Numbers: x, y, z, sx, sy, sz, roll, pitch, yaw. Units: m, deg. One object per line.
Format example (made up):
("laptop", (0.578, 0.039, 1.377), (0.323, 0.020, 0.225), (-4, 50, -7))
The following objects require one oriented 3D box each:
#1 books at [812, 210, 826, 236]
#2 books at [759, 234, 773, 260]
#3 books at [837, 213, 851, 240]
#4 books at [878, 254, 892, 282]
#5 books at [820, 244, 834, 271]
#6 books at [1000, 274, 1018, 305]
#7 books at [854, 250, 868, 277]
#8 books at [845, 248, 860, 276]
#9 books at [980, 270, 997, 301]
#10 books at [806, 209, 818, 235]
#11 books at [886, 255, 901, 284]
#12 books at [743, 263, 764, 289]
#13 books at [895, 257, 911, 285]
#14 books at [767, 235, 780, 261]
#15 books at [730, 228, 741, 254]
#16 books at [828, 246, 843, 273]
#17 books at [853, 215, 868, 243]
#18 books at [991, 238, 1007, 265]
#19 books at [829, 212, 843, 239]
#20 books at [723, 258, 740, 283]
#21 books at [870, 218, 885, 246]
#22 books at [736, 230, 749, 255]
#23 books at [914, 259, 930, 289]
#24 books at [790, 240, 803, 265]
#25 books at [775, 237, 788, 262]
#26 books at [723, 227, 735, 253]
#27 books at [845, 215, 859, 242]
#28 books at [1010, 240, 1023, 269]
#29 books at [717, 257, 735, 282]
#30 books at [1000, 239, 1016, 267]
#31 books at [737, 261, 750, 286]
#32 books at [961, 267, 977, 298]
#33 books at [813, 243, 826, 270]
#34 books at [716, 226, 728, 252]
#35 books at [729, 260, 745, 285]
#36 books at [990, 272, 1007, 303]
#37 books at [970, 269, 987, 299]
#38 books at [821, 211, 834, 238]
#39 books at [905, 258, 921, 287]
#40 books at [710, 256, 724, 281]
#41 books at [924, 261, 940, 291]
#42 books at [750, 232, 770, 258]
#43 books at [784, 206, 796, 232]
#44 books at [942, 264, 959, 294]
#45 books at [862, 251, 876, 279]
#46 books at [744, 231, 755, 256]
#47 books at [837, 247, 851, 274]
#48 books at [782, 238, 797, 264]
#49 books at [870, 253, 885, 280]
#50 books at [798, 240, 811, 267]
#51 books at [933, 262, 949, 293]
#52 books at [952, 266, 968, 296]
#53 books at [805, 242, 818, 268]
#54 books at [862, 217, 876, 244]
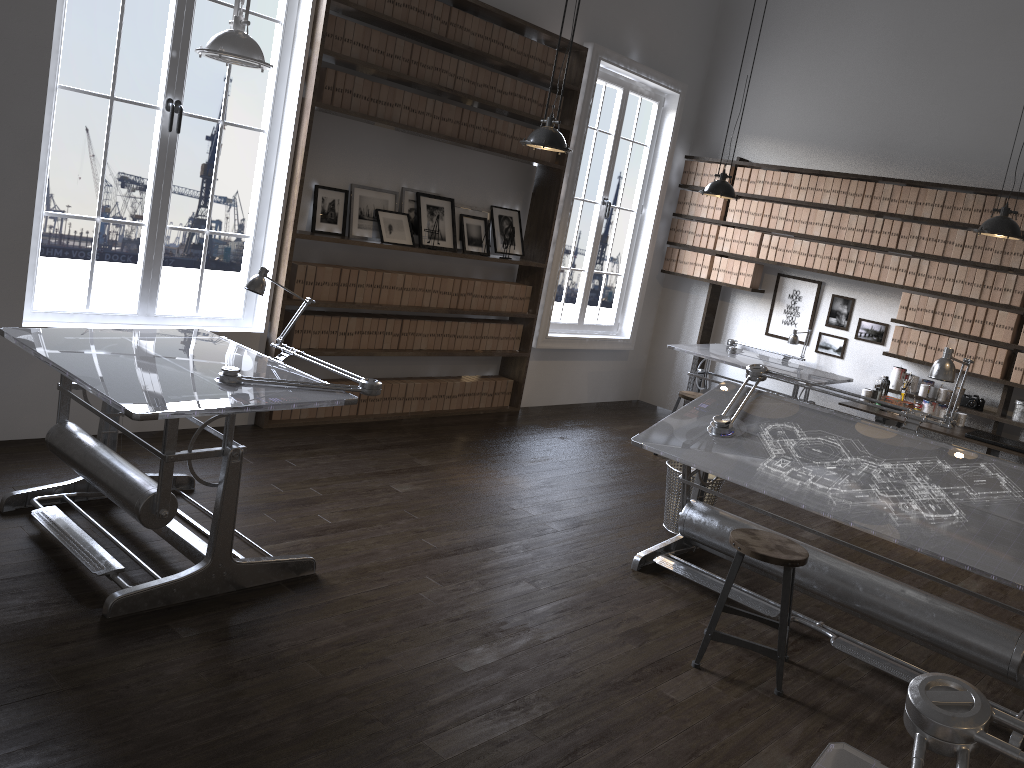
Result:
("books", (2.653, -1.362, 7.557), (0.067, 0.224, 0.174), (18, 11, 40))
("books", (2.288, -1.209, 7.877), (0.067, 0.224, 0.174), (18, 11, 40))
("books", (2.810, -1.306, 7.422), (0.067, 0.224, 0.174), (18, 11, 40))
("books", (3.060, -0.932, 7.189), (0.067, 0.224, 0.174), (18, 11, 40))
("books", (2.701, -1.061, 7.512), (0.067, 0.224, 0.174), (18, 11, 40))
("books", (3.718, -0.701, 6.597), (0.067, 0.224, 0.174), (18, 11, 40))
("books", (2.912, -0.985, 7.323), (0.067, 0.224, 0.174), (18, 11, 40))
("books", (2.858, -1.004, 7.366), (0.067, 0.224, 0.174), (18, 11, 40))
("books", (3.618, -0.738, 6.692), (0.067, 0.224, 0.174), (18, 11, 40))
("books", (2.608, -1.378, 7.599), (0.067, 0.224, 0.174), (18, 11, 40))
("books", (3.105, -0.915, 7.147), (0.067, 0.224, 0.174), (18, 11, 40))
("books", (2.175, -0.972, 7.974), (0.067, 0.224, 0.174), (18, 11, 40))
("books", (3.156, -0.896, 7.099), (0.067, 0.224, 0.174), (18, 11, 40))
("books", (2.347, -1.188, 7.822), (0.067, 0.224, 0.174), (18, 11, 40))
("books", (2.077, -1.294, 8.071), (0.067, 0.224, 0.174), (18, 11, 40))
("books", (2.751, -1.042, 7.460), (0.067, 0.224, 0.174), (18, 11, 40))
("books", (2.908, -1.269, 7.324), (0.067, 0.224, 0.174), (18, 11, 40))
("books", (3.673, -0.993, 6.641), (0.067, 0.224, 0.174), (18, 11, 40))
("books", (2.758, -1.324, 7.466), (0.067, 0.224, 0.174), (18, 11, 40))
("books", (2.025, -1.026, 8.108), (0.067, 0.224, 0.174), (18, 11, 40))
("books", (3.009, -1.233, 7.240), (0.067, 0.224, 0.174), (18, 11, 40))
("books", (2.126, -1.276, 8.025), (0.067, 0.224, 0.174), (18, 11, 40))
("books", (3.268, -0.863, 7.001), (0.067, 0.224, 0.174), (18, 11, 40))
("books", (2.500, -1.133, 7.687), (0.067, 0.224, 0.174), (18, 11, 40))
("books", (2.400, -1.170, 7.779), (0.067, 0.224, 0.174), (18, 11, 40))
("books", (2.023, -1.312, 8.114), (0.067, 0.224, 0.174), (18, 11, 40))
("books", (2.858, -1.288, 7.374), (0.067, 0.224, 0.174), (18, 11, 40))
("books", (3.769, -0.959, 6.560), (0.067, 0.224, 0.174), (18, 11, 40))
("books", (1.978, -1.042, 8.147), (0.067, 0.224, 0.174), (18, 11, 40))
("books", (3.724, -0.976, 6.602), (0.067, 0.224, 0.174), (18, 11, 40))
("books", (2.126, -0.990, 8.021), (0.067, 0.224, 0.174), (18, 11, 40))
("books", (3.520, -0.773, 6.778), (0.067, 0.224, 0.174), (18, 11, 40))
("books", (2.652, -1.079, 7.553), (0.067, 0.224, 0.174), (18, 11, 40))
("books", (1.969, -1.331, 8.158), (0.067, 0.224, 0.174), (18, 11, 40))
("books", (2.070, -1.008, 8.061), (0.067, 0.224, 0.174), (18, 11, 40))
("books", (3.669, -0.719, 6.646), (0.067, 0.224, 0.174), (18, 11, 40))
("books", (3.565, -0.755, 6.732), (0.067, 0.224, 0.174), (18, 11, 40))
("books", (2.704, -1.343, 7.509), (0.067, 0.224, 0.174), (18, 11, 40))
("books", (3.213, -0.882, 7.046), (0.067, 0.224, 0.174), (18, 11, 40))
("books", (1.925, -1.061, 8.193), (0.067, 0.224, 0.174), (18, 11, 40))
("books", (3.321, -0.845, 6.959), (0.067, 0.224, 0.174), (18, 11, 40))
("books", (2.223, -1.239, 7.931), (0.067, 0.224, 0.174), (18, 11, 40))
("books", (2.460, -1.432, 7.733), (0.067, 0.224, 0.174), (18, 11, 40))
("books", (3.419, -0.808, 6.864), (0.067, 0.224, 0.174), (18, 11, 40))
("books", (2.963, -0.967, 7.277), (0.067, 0.224, 0.174), (18, 11, 40))
("books", (2.180, -1.256, 7.975), (0.067, 0.224, 0.174), (18, 11, 40))
("books", (2.809, -1.022, 7.416), (0.067, 0.224, 0.174), (18, 11, 40))
("books", (2.452, -1.151, 7.735), (0.067, 0.224, 0.174), (18, 11, 40))
("books", (3.008, -0.949, 7.229), (0.067, 0.224, 0.174), (18, 11, 40))
("books", (2.551, -1.114, 7.638), (0.067, 0.224, 0.174), (18, 11, 40))
("books", (3.371, -0.827, 6.912), (0.067, 0.224, 0.174), (18, 11, 40))
("books", (3.473, -0.789, 6.818), (0.067, 0.224, 0.174), (18, 11, 40))
("books", (2.603, -1.095, 7.591), (0.067, 0.224, 0.174), (18, 11, 40))
("books", (2.961, -1.250, 7.277), (0.067, 0.224, 0.174), (18, 11, 40))
